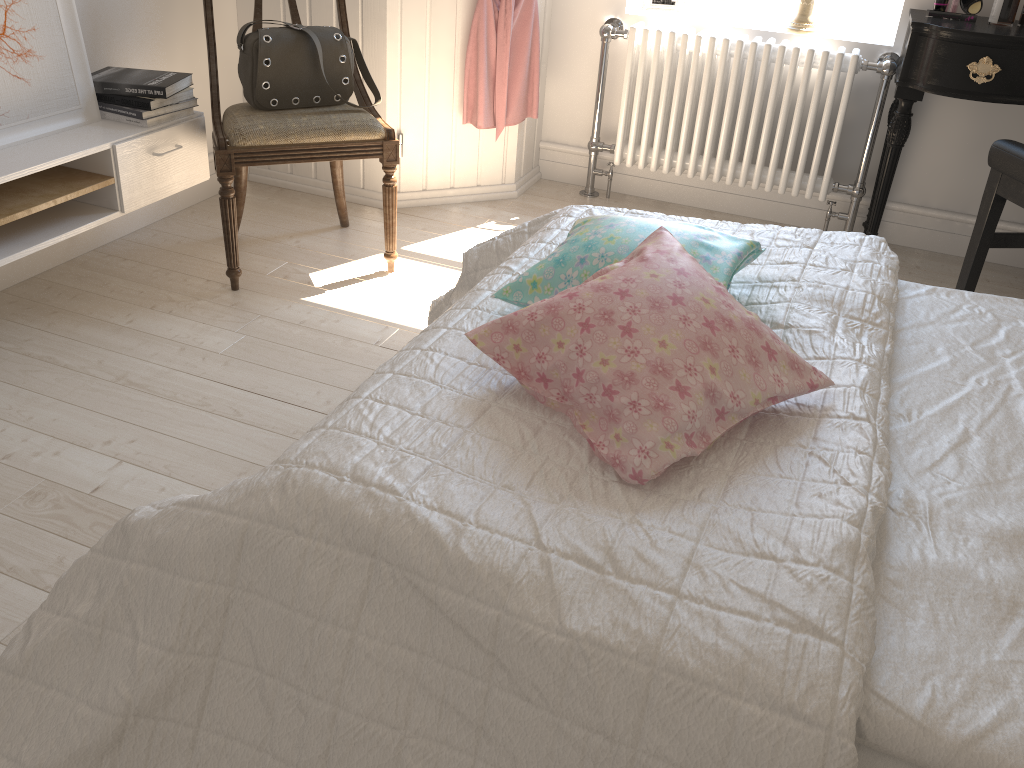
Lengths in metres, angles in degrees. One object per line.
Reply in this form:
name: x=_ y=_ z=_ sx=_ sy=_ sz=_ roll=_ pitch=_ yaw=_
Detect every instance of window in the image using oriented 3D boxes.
window: x=1.014 y=-2.150 z=2.986 sx=0.955 sy=1.712 sz=0.114 roll=14 pitch=29 yaw=18

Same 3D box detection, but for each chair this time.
chair: x=1.547 y=-0.420 z=2.303 sx=0.456 sy=0.827 sz=0.476 roll=-1 pitch=28 yaw=-9
chair: x=-0.664 y=-0.821 z=2.681 sx=0.523 sy=0.855 sz=0.557 roll=-8 pitch=31 yaw=-22

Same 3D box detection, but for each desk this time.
desk: x=1.741 y=-0.672 z=2.790 sx=1.112 sy=0.791 sz=0.451 roll=14 pitch=30 yaw=17

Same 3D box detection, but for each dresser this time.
dresser: x=-0.365 y=-1.923 z=2.988 sx=1.031 sy=2.481 sz=0.725 roll=14 pitch=29 yaw=17

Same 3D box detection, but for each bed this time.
bed: x=0.607 y=0.175 z=1.389 sx=2.226 sy=0.607 sz=2.021 roll=14 pitch=32 yaw=17

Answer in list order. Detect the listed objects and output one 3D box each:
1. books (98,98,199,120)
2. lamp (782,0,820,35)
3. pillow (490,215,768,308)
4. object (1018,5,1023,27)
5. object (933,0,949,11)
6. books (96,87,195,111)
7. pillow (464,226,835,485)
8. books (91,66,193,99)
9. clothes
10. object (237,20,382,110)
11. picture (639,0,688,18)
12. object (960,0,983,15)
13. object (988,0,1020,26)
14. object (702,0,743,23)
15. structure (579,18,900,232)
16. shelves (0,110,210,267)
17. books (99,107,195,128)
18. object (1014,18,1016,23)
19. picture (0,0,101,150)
books: x=-1.088 y=-0.822 z=2.568 sx=0.261 sy=0.022 sz=0.218 roll=17 pitch=33 yaw=21
lamp: x=1.065 y=-1.553 z=3.051 sx=0.344 sy=0.627 sz=0.350 roll=20 pitch=32 yaw=27
pillow: x=0.210 y=-0.187 z=1.503 sx=0.365 sy=0.162 sz=0.394 roll=17 pitch=32 yaw=21
object: x=1.599 y=-1.164 z=2.703 sx=0.055 sy=0.133 sz=0.056 roll=-11 pitch=31 yaw=-27
object: x=1.379 y=-1.241 z=2.821 sx=0.055 sy=0.115 sz=0.032 roll=-12 pitch=32 yaw=-29
books: x=-1.080 y=-0.841 z=2.552 sx=0.241 sy=0.027 sz=0.197 roll=13 pitch=32 yaw=15
pillow: x=0.194 y=-0.053 z=1.233 sx=0.399 sy=0.194 sz=0.363 roll=-17 pitch=36 yaw=-32
books: x=-1.084 y=-0.871 z=2.546 sx=0.258 sy=0.031 sz=0.199 roll=5 pitch=30 yaw=2
clothes: x=-0.015 y=-1.288 z=3.104 sx=0.334 sy=0.842 sz=0.095 roll=-18 pitch=35 yaw=-36
object: x=-0.597 y=-0.940 z=2.591 sx=0.402 sy=0.238 sz=0.220 roll=-9 pitch=31 yaw=-23
picture: x=0.571 y=-1.484 z=3.278 sx=0.176 sy=0.217 sz=0.052 roll=4 pitch=27 yaw=0
object: x=1.437 y=-1.202 z=2.794 sx=0.083 sy=0.082 sz=0.082 roll=-12 pitch=33 yaw=-27
object: x=1.519 y=-1.180 z=2.703 sx=0.070 sy=0.152 sz=0.073 roll=11 pitch=28 yaw=12
object: x=0.792 y=-1.604 z=3.174 sx=0.156 sy=0.554 sz=0.163 roll=7 pitch=27 yaw=4
structure: x=0.794 y=-0.935 z=3.259 sx=1.075 sy=0.655 sz=0.171 roll=15 pitch=29 yaw=18
shelves: x=-1.264 y=-0.495 z=2.253 sx=0.370 sy=0.202 sz=1.154 roll=14 pitch=32 yaw=16
books: x=-1.085 y=-0.797 z=2.569 sx=0.244 sy=0.022 sz=0.198 roll=16 pitch=32 yaw=19
object: x=1.574 y=-1.208 z=2.780 sx=0.058 sy=0.129 sz=0.060 roll=-5 pitch=29 yaw=-18
picture: x=-1.351 y=-1.057 z=1.898 sx=0.165 sy=1.116 sz=0.884 roll=13 pitch=30 yaw=16
